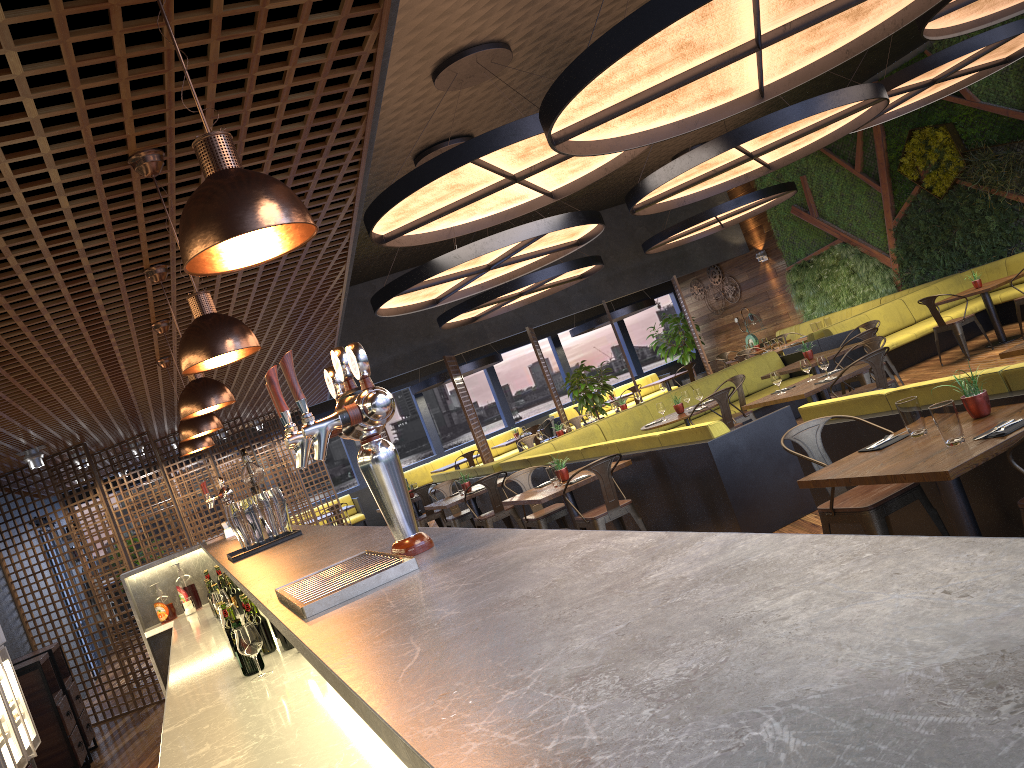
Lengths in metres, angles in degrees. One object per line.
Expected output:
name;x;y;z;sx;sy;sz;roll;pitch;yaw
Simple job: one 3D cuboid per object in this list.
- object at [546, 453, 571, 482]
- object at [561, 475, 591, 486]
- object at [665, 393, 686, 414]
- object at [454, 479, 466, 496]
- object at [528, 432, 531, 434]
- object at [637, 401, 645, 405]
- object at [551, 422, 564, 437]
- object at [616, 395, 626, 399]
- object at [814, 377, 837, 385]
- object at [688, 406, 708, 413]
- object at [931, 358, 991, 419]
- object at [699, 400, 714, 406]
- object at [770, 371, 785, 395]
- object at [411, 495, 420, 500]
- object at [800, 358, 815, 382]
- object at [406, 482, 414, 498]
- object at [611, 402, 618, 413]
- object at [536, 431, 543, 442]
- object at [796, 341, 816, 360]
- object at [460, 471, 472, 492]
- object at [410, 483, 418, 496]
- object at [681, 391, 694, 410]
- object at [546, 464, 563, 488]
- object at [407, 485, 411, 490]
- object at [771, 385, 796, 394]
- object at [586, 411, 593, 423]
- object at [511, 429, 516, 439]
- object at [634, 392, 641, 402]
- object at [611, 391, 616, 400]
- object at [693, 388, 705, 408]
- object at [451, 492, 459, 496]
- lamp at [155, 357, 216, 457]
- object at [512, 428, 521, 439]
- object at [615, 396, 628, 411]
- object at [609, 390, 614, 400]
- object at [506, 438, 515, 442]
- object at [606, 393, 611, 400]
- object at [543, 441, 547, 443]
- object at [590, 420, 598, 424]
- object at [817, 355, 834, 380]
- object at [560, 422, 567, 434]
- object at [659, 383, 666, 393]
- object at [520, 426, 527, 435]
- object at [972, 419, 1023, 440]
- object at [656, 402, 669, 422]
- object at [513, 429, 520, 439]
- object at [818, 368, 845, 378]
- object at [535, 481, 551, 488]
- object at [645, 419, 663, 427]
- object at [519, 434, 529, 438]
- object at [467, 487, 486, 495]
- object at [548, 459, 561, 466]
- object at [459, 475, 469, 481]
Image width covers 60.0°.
object;0.405;0.713;7.668;0.238;0.271;0.260;-21;-1;-1
object;0.524;0.799;7.361;0.255;0.019;0.157;-21;-1;-23
object;1.828;0.201;9.862;0.238;0.271;0.260;-21;-1;-1
object;-0.571;1.165;9.963;0.102;0.178;0.102;-20;-1;-37
object;0.391;0.995;18.273;0.157;0.019;0.255;-21;-1;-23
object;2.114;0.288;14.211;0.157;0.019;0.255;-21;-1;-22
object;0.692;0.680;13.358;0.238;0.271;0.260;-21;-1;-1
object;2.292;0.278;18.769;0.255;0.019;0.157;-21;-1;-23
object;2.734;-0.034;7.716;0.157;0.019;0.255;-21;-1;-22
object;1.984;0.275;9.509;0.157;0.019;0.255;-21;-1;-15
object;2.102;0.019;4.063;0.238;0.271;0.260;-21;-1;-17
object;2.157;0.215;9.948;0.255;0.019;0.157;-21;-1;-20
object;2.422;-0.011;8.083;0.097;0.206;0.097;-20;-1;-30
object;-1.362;1.584;12.368;0.255;0.019;0.157;-21;-1;-23
object;2.734;-0.128;8.211;0.097;0.206;0.097;-21;-1;-22
object;-1.468;1.493;12.673;0.260;0.271;0.238;-21;-1;-21
object;1.572;0.385;13.503;0.097;0.206;0.097;-21;-1;24
object;0.430;0.818;13.371;0.097;0.206;0.097;-21;-1;24
object;3.469;-0.416;10.425;0.260;0.271;0.238;-21;-1;13
object;-0.535;1.105;10.194;0.260;0.271;0.238;-21;-1;-21
object;-1.365;1.502;12.551;0.102;0.178;0.102;-21;-1;-17
object;1.982;0.182;10.034;0.097;0.206;0.097;-21;-1;16
object;0.360;0.777;7.453;0.102;0.178;0.102;-21;-1;13
object;-1.485;1.551;12.845;0.102;0.178;0.102;-21;-1;-7
object;2.530;0.050;8.237;0.157;0.019;0.255;-21;-1;-22
object;1.218;0.522;13.714;0.097;0.206;0.097;-21;-1;24
object;0.062;1.036;18.357;0.102;0.178;0.102;-20;-1;-37
object;2.006;0.227;14.057;0.097;0.206;0.097;-21;-1;24
object;2.164;0.243;18.898;0.102;0.178;0.102;-20;-1;-37
object;2.042;0.155;9.655;0.097;0.206;0.097;-21;-1;3
object;-0.612;1.273;10.464;0.255;0.019;0.157;-21;-1;-23
lamp;-2.286;0.146;6.117;0.250;0.673;0.250;-21;-1;10
object;0.074;0.980;18.185;0.238;0.271;0.260;-21;-1;-1
object;1.710;0.298;13.801;0.238;0.271;0.260;-21;-1;-1
object;2.119;0.213;19.071;0.238;0.271;0.260;-21;-1;-1
object;-0.009;1.150;18.484;0.255;0.019;0.157;-21;-1;-23
object;2.126;0.262;19.254;0.102;0.178;0.102;-20;-1;-37
object;0.538;0.879;13.524;0.157;0.019;0.255;-21;-1;-22
object;1.326;0.584;13.867;0.157;0.019;0.255;-21;-1;-22
object;2.776;-0.148;7.872;0.097;0.206;0.097;-20;-1;-30
object;0.784;0.680;13.160;0.097;0.206;0.097;-21;-1;24
object;2.360;0.089;13.846;0.097;0.206;0.097;-21;-1;24
object;0.243;0.964;18.167;0.102;0.178;0.102;-20;-1;-37
object;2.005;0.186;3.642;0.255;0.019;0.157;-21;-1;-23
object;1.648;0.305;9.724;0.097;0.206;0.097;-21;-1;19
object;0.100;1.017;18.001;0.102;0.178;0.102;-20;-1;-37
object;2.912;-0.096;8.131;0.255;0.019;0.157;-21;-1;-22
object;0.330;0.881;7.964;0.255;0.019;0.157;-21;-1;-23
object;1.599;0.427;9.872;0.255;0.019;0.157;-21;-1;10
object;0.228;1.052;17.872;0.255;0.019;0.157;-21;-1;-23
object;-0.418;1.191;9.861;0.255;0.019;0.157;-21;-1;-23
object;0.401;0.767;7.838;0.102;0.178;0.102;-20;-1;-37
object;-0.541;1.159;10.338;0.102;0.178;0.102;-20;-1;-37
